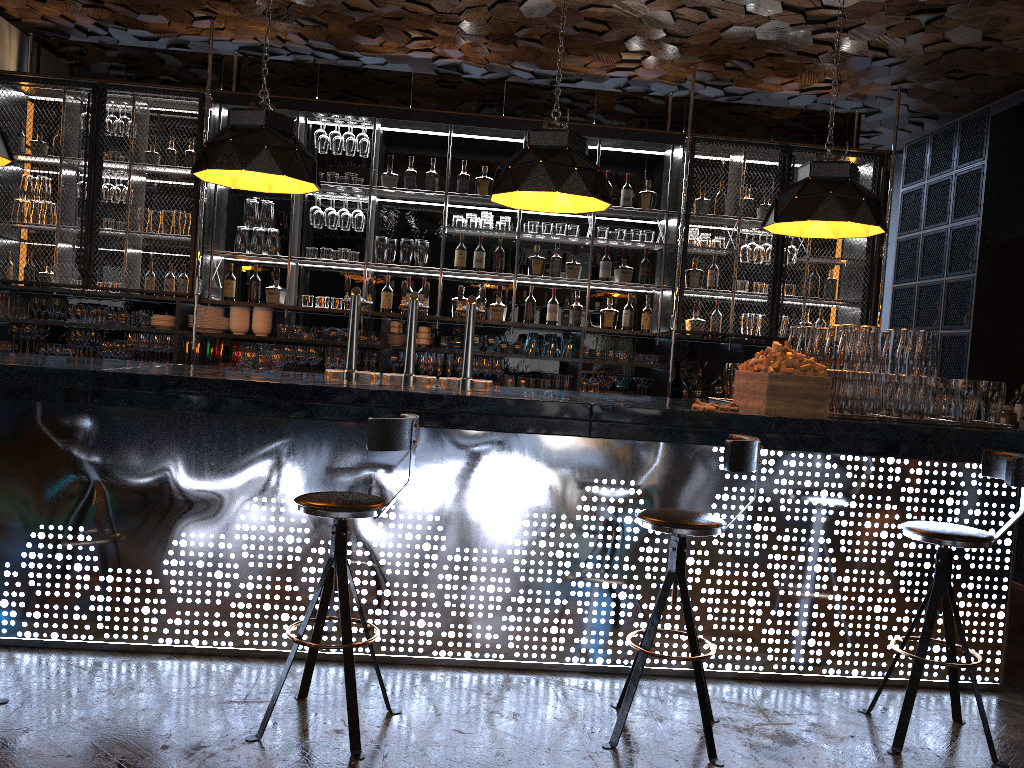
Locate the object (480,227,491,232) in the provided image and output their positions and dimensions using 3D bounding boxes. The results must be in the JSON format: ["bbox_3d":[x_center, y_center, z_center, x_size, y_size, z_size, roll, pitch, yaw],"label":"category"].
[{"bbox_3d":[-0.201,-1.223,6.809,0.089,0.092,0.089,4,2,-15],"label":"object"}]

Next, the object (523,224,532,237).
[{"bbox_3d":[0.128,-1.205,6.967,0.089,0.092,0.089,6,3,38],"label":"object"}]

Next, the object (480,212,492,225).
[{"bbox_3d":[-0.197,-1.271,6.808,0.089,0.092,0.089,4,2,-8],"label":"object"}]

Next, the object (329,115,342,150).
[{"bbox_3d":[-1.321,-1.882,6.643,0.092,0.244,0.092,2,3,-43],"label":"object"}]

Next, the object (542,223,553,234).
[{"bbox_3d":[0.270,-1.190,6.826,0.089,0.092,0.089,2,3,-41],"label":"object"}]

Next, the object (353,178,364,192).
[{"bbox_3d":[-1.195,-1.541,6.868,0.089,0.092,0.089,3,3,-36],"label":"object"}]

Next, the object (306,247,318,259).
[{"bbox_3d":[-1.527,-0.990,6.761,0.089,0.092,0.089,3,2,-26],"label":"object"}]

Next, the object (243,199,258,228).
[{"bbox_3d":[-1.973,-1.288,6.703,0.105,0.209,0.105,6,3,41],"label":"object"}]

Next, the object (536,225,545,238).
[{"bbox_3d":[0.227,-1.199,6.980,0.089,0.092,0.089,6,3,35],"label":"object"}]

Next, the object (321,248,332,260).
[{"bbox_3d":[-1.409,-0.981,6.726,0.089,0.092,0.089,3,2,-26],"label":"object"}]

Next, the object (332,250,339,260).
[{"bbox_3d":[-1.348,-0.980,6.843,0.089,0.092,0.089,5,2,28],"label":"object"}]

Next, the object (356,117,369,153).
[{"bbox_3d":[-1.120,-1.869,6.658,0.092,0.244,0.092,2,3,-43],"label":"object"}]

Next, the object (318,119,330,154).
[{"bbox_3d":[-1.442,-1.897,6.799,0.092,0.244,0.092,2,3,-43],"label":"object"}]

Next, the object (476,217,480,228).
[{"bbox_3d":[-0.291,-1.254,6.922,0.089,0.092,0.089,5,2,21],"label":"object"}]

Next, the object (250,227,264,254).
[{"bbox_3d":[-1.927,-1.076,6.717,0.105,0.209,0.105,6,3,41],"label":"object"}]

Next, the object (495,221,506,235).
[{"bbox_3d":[-0.088,-1.219,6.928,0.089,0.092,0.089,4,2,-15],"label":"object"}]

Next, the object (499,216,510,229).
[{"bbox_3d":[-0.053,-1.232,6.790,0.089,0.092,0.089,4,2,-13],"label":"object"}]

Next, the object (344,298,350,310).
[{"bbox_3d":[-1.236,-0.602,6.754,0.089,0.092,0.089,4,2,6],"label":"object"}]

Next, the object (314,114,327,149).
[{"bbox_3d":[-1.431,-1.890,6.635,0.092,0.244,0.092,2,3,-43],"label":"object"}]

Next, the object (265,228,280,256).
[{"bbox_3d":[-1.812,-1.067,6.713,0.105,0.209,0.105,6,3,41],"label":"object"}]

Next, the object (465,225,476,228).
[{"bbox_3d":[-0.313,-1.229,6.763,0.089,0.092,0.089,3,3,-32],"label":"object"}]

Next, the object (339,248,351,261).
[{"bbox_3d":[-1.263,-0.968,6.676,0.089,0.092,0.089,3,2,-20],"label":"object"}]

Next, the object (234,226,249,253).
[{"bbox_3d":[-2.045,-1.084,6.708,0.105,0.209,0.105,6,3,41],"label":"object"}]

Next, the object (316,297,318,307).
[{"bbox_3d":[-1.481,-0.624,6.885,0.089,0.092,0.089,3,3,-32],"label":"object"}]

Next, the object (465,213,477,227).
[{"bbox_3d":[-0.312,-1.249,6.762,0.089,0.092,0.089,6,3,38],"label":"object"}]

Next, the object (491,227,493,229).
[{"bbox_3d":[-0.188,-1.249,6.954,0.089,0.092,0.089,5,2,21],"label":"object"}]

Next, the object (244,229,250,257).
[{"bbox_3d":[-2.064,-1.089,6.824,0.105,0.209,0.105,6,3,41],"label":"object"}]

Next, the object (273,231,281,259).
[{"bbox_3d":[-1.832,-1.073,6.823,0.105,0.209,0.105,6,3,41],"label":"object"}]

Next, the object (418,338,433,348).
[{"bbox_3d":[-0.661,-0.309,6.705,0.106,0.067,0.094,3,2,-16],"label":"object"}]

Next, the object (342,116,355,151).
[{"bbox_3d":[-1.223,-1.876,6.650,0.092,0.244,0.092,2,3,-43],"label":"object"}]

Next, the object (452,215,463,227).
[{"bbox_3d":[-0.413,-1.236,6.762,0.089,0.092,0.089,5,2,21],"label":"object"}]

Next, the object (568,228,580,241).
[{"bbox_3d":[0.487,-1.180,6.991,0.089,0.092,0.089,3,2,-30],"label":"object"}]

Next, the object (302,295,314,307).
[{"bbox_3d":[-1.546,-0.622,6.710,0.089,0.092,0.089,3,3,-32],"label":"object"}]

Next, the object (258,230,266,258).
[{"bbox_3d":[-1.942,-1.081,6.825,0.105,0.209,0.105,6,3,41],"label":"object"}]

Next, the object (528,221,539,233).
[{"bbox_3d":[0.162,-1.197,6.806,0.089,0.092,0.089,3,3,-32],"label":"object"}]

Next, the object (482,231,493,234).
[{"bbox_3d":[-0.189,-1.227,6.955,0.089,0.092,0.089,5,2,21],"label":"object"}]

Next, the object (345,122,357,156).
[{"bbox_3d":[-1.234,-1.883,6.815,0.092,0.244,0.092,2,3,-43],"label":"object"}]

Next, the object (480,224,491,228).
[{"bbox_3d":[-0.199,-1.245,6.809,0.089,0.092,0.089,4,2,-15],"label":"object"}]

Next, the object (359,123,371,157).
[{"bbox_3d":[-1.131,-1.875,6.822,0.092,0.244,0.092,2,3,-43],"label":"object"}]

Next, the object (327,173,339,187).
[{"bbox_3d":[-1.359,-1.547,6.722,0.089,0.092,0.089,3,3,-36],"label":"object"}]

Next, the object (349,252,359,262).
[{"bbox_3d":[-1.229,-0.972,6.859,0.089,0.092,0.089,3,2,-20],"label":"object"}]

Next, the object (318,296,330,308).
[{"bbox_3d":[-1.427,-0.614,6.705,0.089,0.092,0.089,2,3,-41],"label":"object"}]

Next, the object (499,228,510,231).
[{"bbox_3d":[-0.055,-1.211,6.791,0.089,0.092,0.089,5,2,21],"label":"object"}]

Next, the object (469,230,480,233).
[{"bbox_3d":[-0.292,-1.233,6.922,0.089,0.092,0.089,5,2,21],"label":"object"}]

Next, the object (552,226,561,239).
[{"bbox_3d":[0.345,-1.189,6.951,0.089,0.092,0.089,4,2,-5],"label":"object"}]

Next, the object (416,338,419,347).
[{"bbox_3d":[-0.723,-0.316,6.793,0.106,0.067,0.094,2,3,-42],"label":"object"}]

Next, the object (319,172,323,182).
[{"bbox_3d":[-1.481,-1.556,6.736,0.089,0.092,0.089,3,3,-36],"label":"object"}]

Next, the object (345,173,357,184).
[{"bbox_3d":[-1.213,-1.535,6.682,0.089,0.092,0.089,3,3,-36],"label":"object"}]

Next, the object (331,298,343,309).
[{"bbox_3d":[-1.346,-0.612,6.809,0.089,0.092,0.089,4,2,6],"label":"object"}]

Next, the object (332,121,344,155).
[{"bbox_3d":[-1.333,-1.889,6.807,0.092,0.244,0.092,2,3,-43],"label":"object"}]

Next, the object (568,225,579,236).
[{"bbox_3d":[0.473,-1.176,6.850,0.089,0.092,0.089,6,3,40],"label":"object"}]

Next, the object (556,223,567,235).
[{"bbox_3d":[0.377,-1.182,6.809,0.089,0.092,0.089,2,3,-41],"label":"object"}]

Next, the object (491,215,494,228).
[{"bbox_3d":[-0.186,-1.275,6.953,0.089,0.092,0.089,5,2,21],"label":"object"}]

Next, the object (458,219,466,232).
[{"bbox_3d":[-0.402,-1.241,6.927,0.089,0.092,0.089,3,3,-32],"label":"object"}]

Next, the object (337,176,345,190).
[{"bbox_3d":[-1.319,-1.549,6.848,0.089,0.092,0.089,4,2,6],"label":"object"}]
